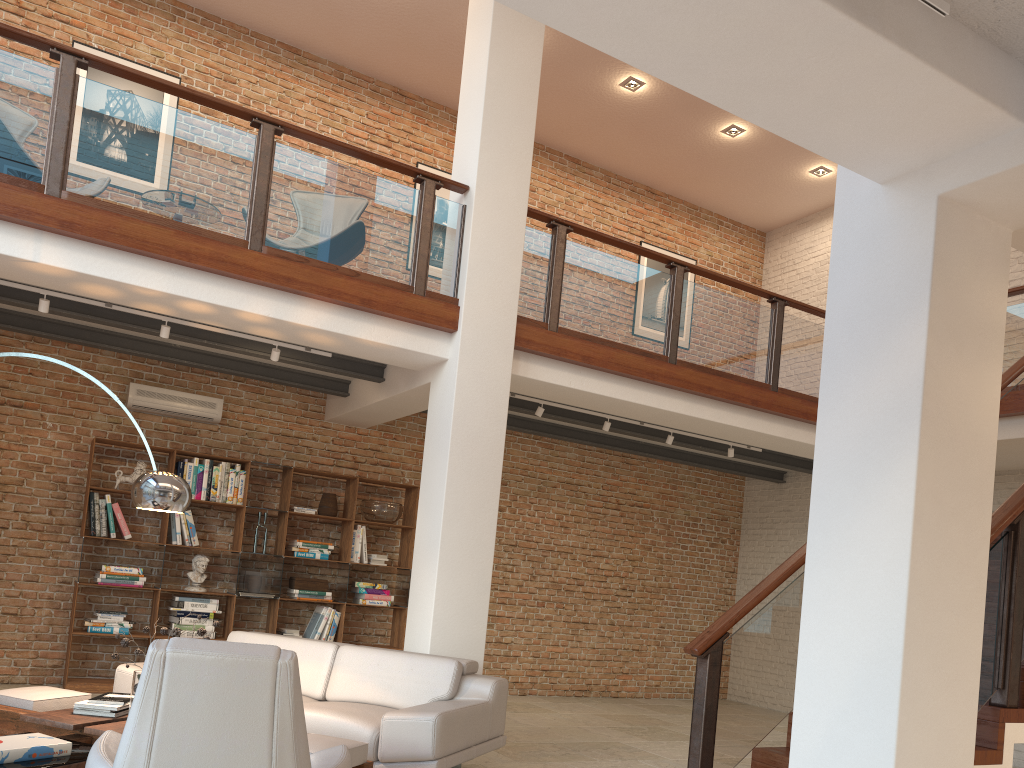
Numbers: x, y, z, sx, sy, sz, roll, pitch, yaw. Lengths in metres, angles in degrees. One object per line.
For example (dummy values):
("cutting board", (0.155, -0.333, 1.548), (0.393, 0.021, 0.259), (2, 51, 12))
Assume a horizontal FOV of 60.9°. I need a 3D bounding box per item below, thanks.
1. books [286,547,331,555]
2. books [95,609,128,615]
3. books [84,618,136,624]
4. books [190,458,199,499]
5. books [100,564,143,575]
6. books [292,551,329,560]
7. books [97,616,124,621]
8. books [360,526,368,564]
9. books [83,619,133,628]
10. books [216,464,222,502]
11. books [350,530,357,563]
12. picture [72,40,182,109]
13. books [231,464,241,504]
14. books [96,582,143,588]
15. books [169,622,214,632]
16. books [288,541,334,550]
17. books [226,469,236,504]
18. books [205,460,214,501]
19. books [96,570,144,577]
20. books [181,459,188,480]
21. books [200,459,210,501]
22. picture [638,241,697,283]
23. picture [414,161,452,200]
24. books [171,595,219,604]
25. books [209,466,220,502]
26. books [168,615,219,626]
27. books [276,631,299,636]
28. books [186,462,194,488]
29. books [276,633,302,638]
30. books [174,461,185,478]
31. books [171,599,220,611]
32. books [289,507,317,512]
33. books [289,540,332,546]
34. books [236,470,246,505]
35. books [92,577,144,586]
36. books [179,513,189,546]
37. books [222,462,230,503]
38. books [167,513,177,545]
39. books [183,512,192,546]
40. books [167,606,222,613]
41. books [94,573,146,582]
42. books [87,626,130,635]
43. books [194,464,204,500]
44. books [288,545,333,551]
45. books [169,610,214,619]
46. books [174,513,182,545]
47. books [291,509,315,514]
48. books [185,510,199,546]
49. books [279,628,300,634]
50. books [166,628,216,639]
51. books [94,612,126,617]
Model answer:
("books", (-2.005, 1.640, 8.573), (0.385, 0.036, 0.247), (13, -15, -29))
("books", (-3.539, 2.014, 7.698), (0.255, 0.017, 0.164), (13, -15, -29))
("books", (-3.543, 2.089, 7.685), (0.386, 0.018, 0.246), (15, -16, -36))
("books", (-2.942, 0.876, 8.021), (0.037, 0.376, 0.245), (7, -6, -29))
("books", (-3.464, 1.647, 7.736), (0.330, 0.054, 0.258), (12, -14, -26))
("books", (-1.988, 1.688, 8.574), (0.329, 0.054, 0.259), (10, -13, -19))
("books", (-3.554, 2.066, 7.705), (0.209, 0.033, 0.134), (13, -14, -29))
("books", (-1.536, 1.632, 8.857), (0.102, 0.376, 0.245), (7, -6, -29))
("books", (-3.564, 2.114, 7.684), (0.385, 0.036, 0.247), (13, -15, -29))
("books", (-2.759, 0.933, 8.132), (0.021, 0.352, 0.274), (7, -6, -29))
("books", (-1.641, 1.630, 8.772), (0.056, 0.323, 0.256), (7, -6, -29))
("picture", (-3.536, -2.357, 7.883), (0.925, 1.174, 0.027), (9, -4, -30))
("books", (-2.620, 0.951, 8.212), (0.037, 0.376, 0.245), (7, -6, -29))
("books", (-3.481, 1.775, 7.722), (0.360, 0.020, 0.275), (13, -15, -29))
("books", (-2.955, 2.236, 8.036), (0.366, 0.054, 0.286), (12, -14, -26))
("books", (-1.976, 1.587, 8.568), (0.386, 0.036, 0.246), (15, -16, -35))
("books", (-2.661, 0.968, 8.182), (0.056, 0.323, 0.256), (7, -6, -29))
("books", (-2.832, 0.903, 8.090), (0.037, 0.376, 0.245), (7, -6, -29))
("books", (-3.476, 1.684, 7.732), (0.361, 0.020, 0.275), (13, -15, -30))
("books", (-3.024, 0.875, 7.990), (0.021, 0.352, 0.274), (7, -6, -29))
("books", (-2.858, 0.894, 8.063), (0.037, 0.376, 0.245), (7, -6, -29))
("picture", (1.936, -1.105, 11.035), (0.925, 1.174, 0.027), (9, -4, -30))
("picture", (-0.680, -1.703, 9.529), (0.925, 1.174, 0.027), (9, -4, -30))
("books", (-2.926, 1.989, 8.048), (0.385, 0.036, 0.247), (13, -15, -29))
("books", (-2.786, 0.937, 8.099), (0.056, 0.323, 0.256), (7, -6, -29))
("books", (-2.931, 2.178, 8.031), (0.387, 0.063, 0.245), (17, -17, -42))
("books", (-2.183, 2.428, 8.488), (0.164, 0.017, 0.255), (12, -15, -28))
("books", (-2.983, 0.893, 7.994), (0.056, 0.323, 0.256), (7, -6, -29))
("books", (-2.173, 2.451, 8.506), (0.174, 0.018, 0.238), (15, -16, -35))
("books", (-3.059, 0.881, 7.971), (0.056, 0.323, 0.256), (7, -6, -29))
("books", (-2.929, 2.041, 8.052), (0.386, 0.063, 0.246), (14, -15, -34))
("books", (-2.043, 1.218, 8.485), (0.240, 0.018, 0.172), (15, -16, -35))
("books", (-1.985, 1.561, 8.585), (0.361, 0.020, 0.275), (13, -15, -30))
("books", (-2.589, 0.990, 8.250), (0.056, 0.323, 0.256), (7, -6, -29))
("books", (-3.483, 1.744, 7.713), (0.386, 0.036, 0.246), (14, -15, -33))
("books", (-3.026, 1.306, 7.983), (0.126, 0.342, 0.274), (8, -7, -29))
("books", (-2.701, 0.933, 8.165), (0.037, 0.376, 0.245), (7, -6, -29))
("books", (-3.109, 1.273, 7.951), (0.102, 0.376, 0.245), (7, -6, -29))
("books", (-3.012, 1.311, 8.002), (0.126, 0.342, 0.274), (8, -7, -29))
("books", (-2.932, 2.079, 8.030), (0.450, 0.020, 0.275), (13, -15, -29))
("books", (-3.467, 1.709, 7.714), (0.386, 0.036, 0.246), (15, -16, -35))
("books", (-3.547, 2.162, 7.685), (0.329, 0.054, 0.259), (10, -13, -19))
("books", (-2.912, 0.915, 8.056), (0.056, 0.323, 0.256), (7, -6, -29))
("books", (-1.984, 1.615, 8.573), (0.386, 0.018, 0.246), (15, -16, -36))
("books", (-2.943, 2.111, 8.010), (0.332, 0.054, 0.257), (14, -15, -34))
("books", (-3.065, 1.277, 7.949), (0.104, 0.376, 0.245), (7, -6, -29))
("books", (-2.037, 1.244, 8.481), (0.209, 0.033, 0.134), (13, -14, -29))
("books", (-2.964, 1.327, 8.013), (0.160, 0.323, 0.256), (8, -7, -29))
("books", (-2.172, 2.406, 8.500), (0.134, 0.033, 0.207), (14, -15, -33))
("books", (-2.950, 2.292, 8.018), (0.386, 0.063, 0.246), (14, -15, -34))
("books", (-3.560, 2.041, 7.710), (0.240, 0.018, 0.172), (15, -16, -35))
